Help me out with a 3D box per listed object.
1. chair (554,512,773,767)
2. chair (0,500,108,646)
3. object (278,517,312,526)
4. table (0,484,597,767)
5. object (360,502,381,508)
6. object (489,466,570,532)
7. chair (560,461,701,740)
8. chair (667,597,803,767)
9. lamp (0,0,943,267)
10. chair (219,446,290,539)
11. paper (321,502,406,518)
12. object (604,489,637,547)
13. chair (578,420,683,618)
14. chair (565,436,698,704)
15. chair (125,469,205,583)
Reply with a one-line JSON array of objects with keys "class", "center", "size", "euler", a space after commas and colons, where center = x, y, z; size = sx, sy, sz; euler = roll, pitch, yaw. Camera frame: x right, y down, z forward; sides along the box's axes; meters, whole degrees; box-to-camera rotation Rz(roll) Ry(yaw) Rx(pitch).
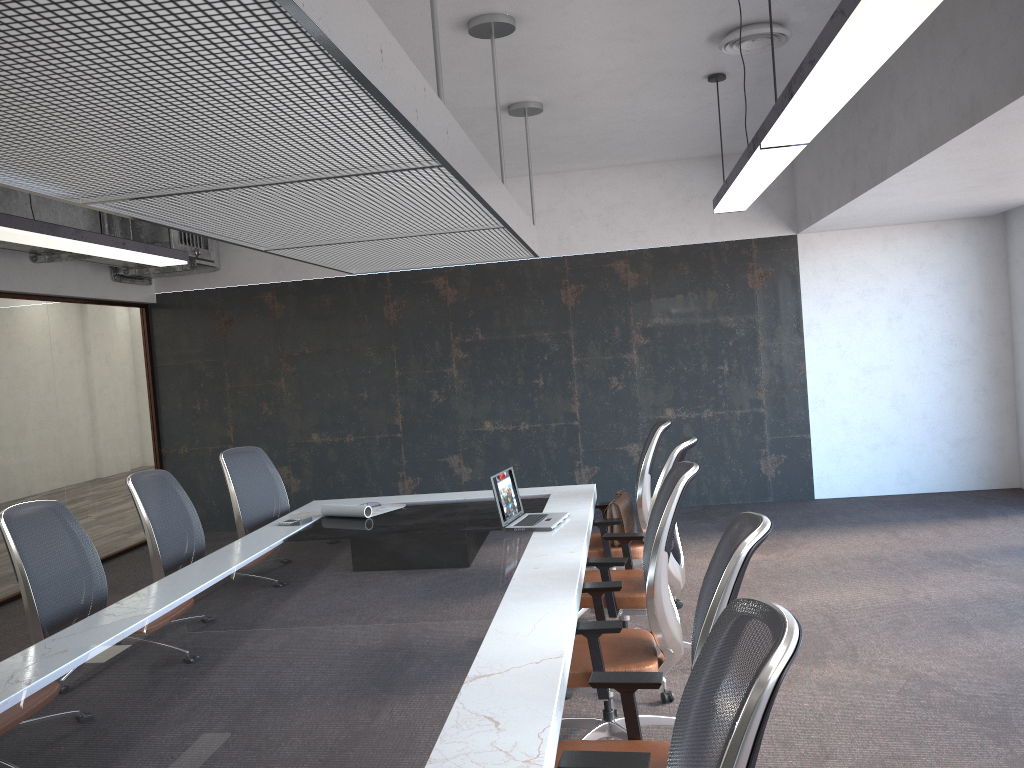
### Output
[{"class": "chair", "center": [0.324, 0.956, 2.380], "size": [0.828, 1.166, 0.789], "euler": [-5, 2, -23]}, {"class": "chair", "center": [-1.683, 1.063, 3.782], "size": [0.828, 1.166, 0.789], "euler": [-6, 2, -29]}, {"class": "object", "center": [-1.260, 0.796, 5.153], "size": [0.161, 0.026, 0.126], "euler": [-4, 2, 21]}, {"class": "table", "center": [-0.703, 1.214, 3.141], "size": [1.898, 0.745, 5.498], "euler": [-4, 2, 7]}, {"class": "object", "center": [-0.901, 0.753, 5.474], "size": [0.049, 0.036, 0.200], "euler": [-2, 3, 44]}, {"class": "object", "center": [0.097, 0.583, 4.570], "size": [0.308, 0.277, 0.366], "euler": [-4, 2, 17]}, {"class": "chair", "center": [0.364, 0.914, 3.432], "size": [0.828, 1.166, 0.789], "euler": [-6, 2, -29]}, {"class": "chair", "center": [0.133, 1.002, 1.552], "size": [0.828, 1.166, 0.789], "euler": [-6, 2, -29]}, {"class": "lamp", "center": [-0.901, -1.305, 3.135], "size": [4.126, 0.908, 6.097], "euler": [-4, 2, 7]}, {"class": "chair", "center": [-1.403, 0.971, 5.653], "size": [0.828, 1.166, 0.789], "euler": [-5, 2, -13]}, {"class": "paper", "center": [-0.900, 0.740, 5.384], "size": [0.348, 0.069, 0.379], "euler": [-3, 3, 33]}, {"class": "object", "center": [0.642, 0.790, 5.312], "size": [0.138, 0.308, 0.378], "euler": [-4, 2, 18]}, {"class": "chair", "center": [0.596, 0.826, 5.311], "size": [0.828, 1.166, 0.789], "euler": [-6, 2, -29]}, {"class": "chair", "center": [0.547, 0.865, 4.365], "size": [0.828, 1.166, 0.789], "euler": [-5, 2, -18]}, {"class": "chair", "center": [-1.568, 1.019, 4.722], "size": [0.828, 1.166, 0.789], "euler": [-6, 2, -29]}]
